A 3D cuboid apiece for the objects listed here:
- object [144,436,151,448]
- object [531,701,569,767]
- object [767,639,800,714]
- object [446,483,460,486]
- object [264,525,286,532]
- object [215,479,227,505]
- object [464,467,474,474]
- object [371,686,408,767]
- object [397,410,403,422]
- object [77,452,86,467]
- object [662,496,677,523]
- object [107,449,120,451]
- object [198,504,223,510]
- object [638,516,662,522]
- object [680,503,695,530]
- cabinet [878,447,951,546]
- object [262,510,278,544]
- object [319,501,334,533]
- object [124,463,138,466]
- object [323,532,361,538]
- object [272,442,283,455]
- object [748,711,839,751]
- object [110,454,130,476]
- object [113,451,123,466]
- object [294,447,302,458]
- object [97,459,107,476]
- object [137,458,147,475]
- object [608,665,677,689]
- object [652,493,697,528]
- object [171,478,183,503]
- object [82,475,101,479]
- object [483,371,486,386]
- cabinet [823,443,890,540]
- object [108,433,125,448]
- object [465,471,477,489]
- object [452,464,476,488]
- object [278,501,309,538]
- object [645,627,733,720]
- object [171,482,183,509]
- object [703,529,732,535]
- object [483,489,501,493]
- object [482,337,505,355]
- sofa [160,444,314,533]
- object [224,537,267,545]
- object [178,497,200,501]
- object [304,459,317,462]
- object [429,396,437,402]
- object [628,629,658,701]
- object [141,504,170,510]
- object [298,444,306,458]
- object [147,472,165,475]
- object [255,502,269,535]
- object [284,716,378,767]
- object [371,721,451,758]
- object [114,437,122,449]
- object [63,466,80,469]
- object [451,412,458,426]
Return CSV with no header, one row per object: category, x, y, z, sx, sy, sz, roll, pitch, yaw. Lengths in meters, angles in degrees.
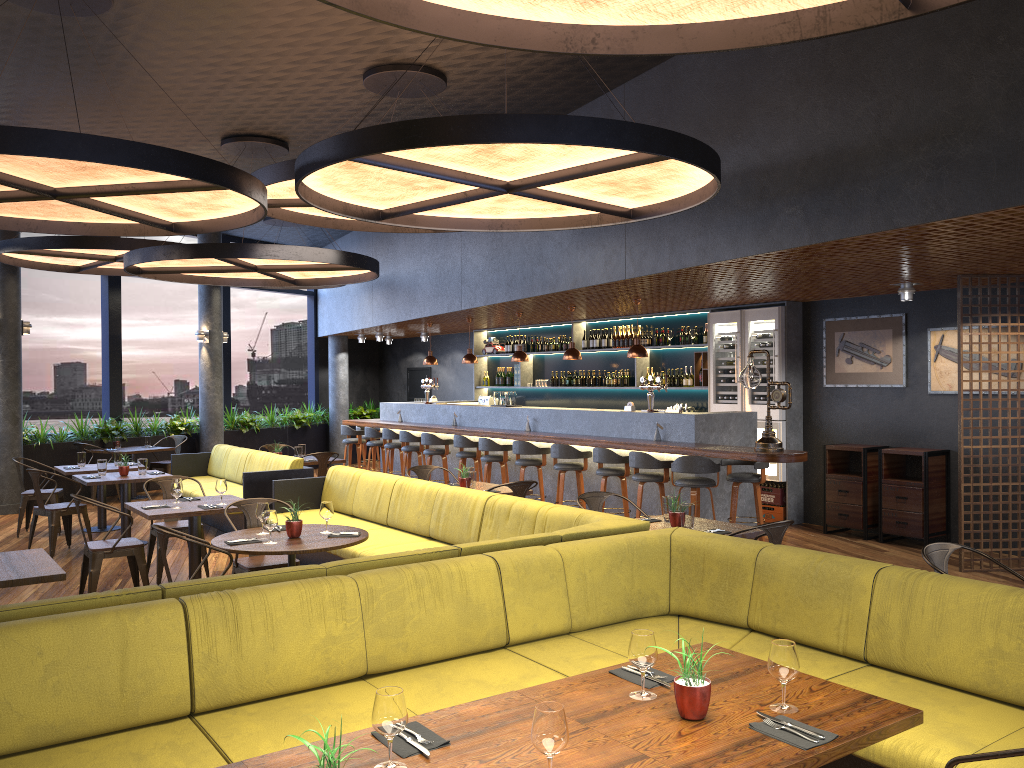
object,-5.679,0.908,13.818,0.102,0.178,0.102,-1,0,-43
object,0.095,0.910,2.221,0.097,0.206,0.097,0,0,11
object,0.840,0.901,2.742,0.097,0.206,0.097,0,0,11
object,-0.580,0.973,8.581,0.255,0.019,0.157,-1,0,-35
object,-1.618,0.998,6.143,0.157,0.019,0.255,-1,0,-28
object,-2.432,0.904,7.422,0.097,0.206,0.097,-1,0,-43
object,-0.418,0.892,8.525,0.102,0.178,0.102,0,0,1
object,-0.322,0.913,2.343,0.097,0.206,0.097,0,0,11
object,-1.852,0.521,14.604,0.114,0.203,0.069,0,0,13
object,-5.241,0.920,10.798,0.102,0.178,0.102,0,0,31
object,1.119,0.891,6.299,0.102,0.178,0.102,0,0,41
object,-6.082,0.993,13.440,0.255,0.019,0.157,0,0,31
object,-2.475,0.999,7.254,0.157,0.019,0.255,-1,0,-35
object,0.967,0.971,6.368,0.255,0.019,0.157,-1,0,-35
object,1.172,0.892,5.927,0.102,0.178,0.102,0,0,41
cabinet,4.257,1.198,9.415,0.473,1.007,0.553,-1,0,-35
object,-1.533,0.906,5.625,0.097,0.206,0.097,0,0,4
object,-1.255,0.901,6.006,0.097,0.206,0.097,0,0,7
object,-4.719,0.995,10.982,0.157,0.019,0.255,-1,0,-35
object,-1.134,0.995,5.881,0.255,0.019,0.157,0,0,-3
object,-3.020,0.852,11.412,0.238,0.271,0.260,-1,0,-30
object,0.797,0.997,2.573,0.157,0.019,0.255,-1,0,-35
object,-4.250,0.871,9.738,0.238,0.271,0.260,0,0,4
object,-4.820,0.916,10.849,0.102,0.178,0.102,0,0,31
object,-2.744,0.896,11.392,0.102,0.178,0.102,0,0,41
object,-4.501,0.920,9.739,0.102,0.178,0.102,-1,0,-29
object,-4.080,0.916,9.790,0.102,0.178,0.102,0,0,21
object,0.467,0.997,3.033,0.157,0.019,0.255,-1,0,-35
object,1.116,0.846,6.062,0.260,0.271,0.238,-1,0,-33
object,-2.849,0.907,7.544,0.097,0.206,0.097,-1,0,-43
object,-4.541,1.001,9.570,0.157,0.019,0.255,-1,0,-35
object,-0.502,-0.095,16.379,0.079,0.281,0.079,-1,0,-16
cabinet,3.859,1.198,9.985,0.473,1.007,0.553,-1,0,-35
object,-6.192,0.865,13.874,0.260,0.271,0.238,-1,0,-33
object,-0.375,0.893,8.140,0.102,0.178,0.102,0,0,41
object,-0.435,0.847,8.301,0.238,0.271,0.260,-1,0,-13
object,-1.425,0.869,5.826,0.238,0.271,0.260,-1,0,-13
object,0.550,0.869,2.690,0.238,0.271,0.260,-1,0,-13
object,-2.729,0.907,7.223,0.097,0.206,0.097,-1,0,-35
object,1.306,0.972,5.827,0.255,0.019,0.157,-1,0,-35
object,-0.242,0.973,8.040,0.255,0.019,0.157,-1,0,-35
object,-0.337,-0.693,16.115,0.229,0.319,0.579,-1,0,-35
sofa,-3.518,1.301,11.039,0.966,0.914,3.061,-1,0,-35
object,-1.699,1.001,5.675,0.255,0.019,0.157,-1,0,-32
object,-2.805,0.999,7.713,0.157,0.019,0.255,-1,0,-35
object,-2.611,0.975,11.292,0.255,0.019,0.157,-1,0,-35
object,-1.173,0.256,15.885,0.766,0.106,0.200,-1,0,-35
object,0.423,0.904,2.863,0.097,0.206,0.097,0,0,11
object,-2.897,1.002,7.267,0.255,0.019,0.157,-1,0,-35
object,-2.796,0.894,11.813,0.102,0.178,0.102,0,0,1
object,-3.978,0.994,9.924,0.157,0.019,0.255,-1,0,-35
object,-1.681,0.905,5.980,0.097,0.206,0.097,-1,0,-10
object,-0.413,0.881,2.017,0.238,0.271,0.260,-1,0,-13
object,-0.278,1.006,2.512,0.157,0.019,0.255,-1,0,-35
object,-6.044,0.912,13.601,0.102,0.178,0.102,0,0,37
object,-5.281,1.001,10.629,0.157,0.019,0.255,-1,0,-35
object,-0.847,0.520,13.188,0.114,0.203,0.069,0,0,16
